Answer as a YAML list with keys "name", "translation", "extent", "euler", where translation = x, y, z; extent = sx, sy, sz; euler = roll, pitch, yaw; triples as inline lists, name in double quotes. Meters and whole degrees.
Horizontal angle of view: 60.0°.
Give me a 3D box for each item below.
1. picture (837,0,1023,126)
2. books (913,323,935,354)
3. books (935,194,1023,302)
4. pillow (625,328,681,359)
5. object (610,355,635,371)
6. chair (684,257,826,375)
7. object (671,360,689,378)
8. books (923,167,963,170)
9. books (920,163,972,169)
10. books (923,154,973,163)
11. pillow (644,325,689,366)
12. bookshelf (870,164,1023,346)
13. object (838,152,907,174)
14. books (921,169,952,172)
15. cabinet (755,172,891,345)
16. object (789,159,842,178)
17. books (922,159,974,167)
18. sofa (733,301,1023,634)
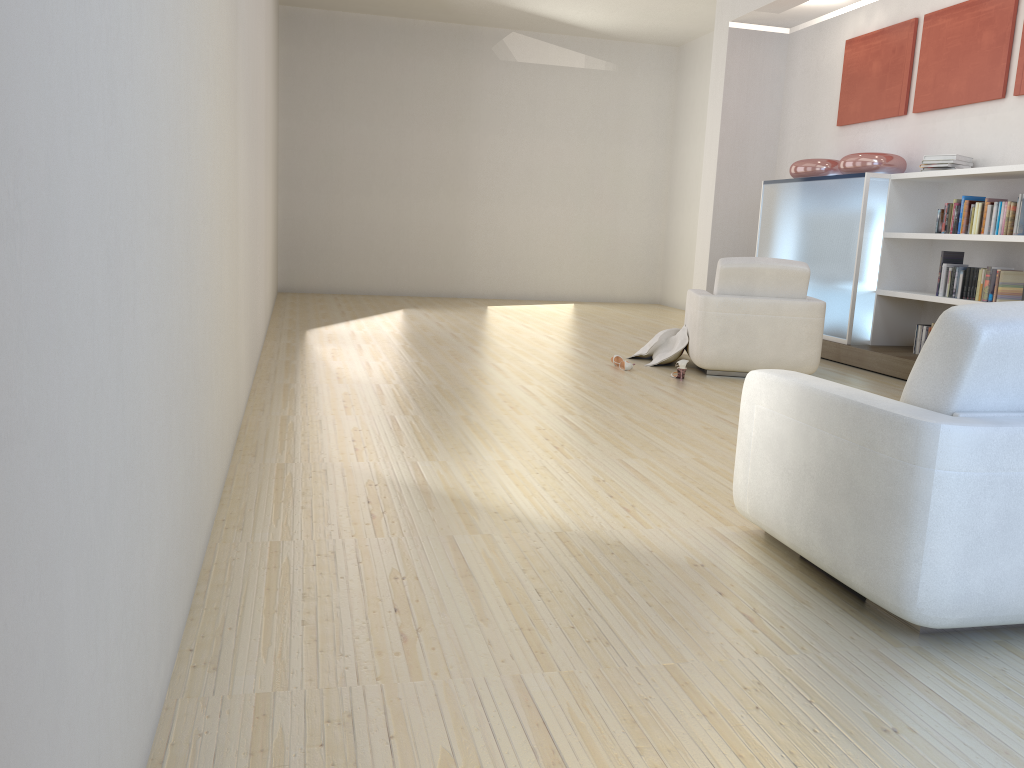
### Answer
- name: "picture"
  translation: [3.555, -2.605, 7.001]
  extent: [0.030, 0.794, 3.227]
  euler: [0, 10, -14]
- name: "books"
  translation: [3.350, -0.281, 6.457]
  extent: [0.274, 0.281, 1.125]
  euler: [2, 10, -7]
- name: "books"
  translation: [3.396, -0.974, 6.369]
  extent: [0.215, 0.743, 0.831]
  euler: [0, 10, -14]
- name: "pillow"
  translation: [1.240, -0.330, 7.229]
  extent: [0.299, 0.287, 0.712]
  euler: [11, 13, 38]
- name: "object"
  translation: [0.835, -0.157, 6.560]
  extent: [0.121, 0.091, 0.287]
  euler: [0, 10, -15]
- name: "chair"
  translation: [1.803, -0.541, 6.656]
  extent: [0.919, 0.828, 0.941]
  euler: [4, 10, 6]
- name: "object"
  translation: [1.169, -0.111, 6.176]
  extent: [0.089, 0.149, 0.265]
  euler: [3, 10, -1]
- name: "books"
  translation: [3.375, -1.658, 6.876]
  extent: [0.287, 0.018, 0.247]
  euler: [-5, 13, -40]
- name: "books"
  translation: [3.355, -1.678, 6.860]
  extent: [0.287, 0.025, 0.247]
  euler: [-3, 11, -29]
- name: "books"
  translation: [3.374, -1.738, 6.859]
  extent: [0.319, 0.038, 0.247]
  euler: [-6, 13, -42]
- name: "pillow"
  translation: [1.230, -0.314, 6.936]
  extent: [0.312, 0.315, 0.615]
  euler: [5, 10, 13]
- name: "bookshelf"
  translation: [3.432, -0.868, 6.588]
  extent: [0.465, 1.396, 1.599]
  euler: [0, 10, -14]
- name: "object"
  translation: [3.082, -1.873, 7.591]
  extent: [0.546, 0.206, 0.534]
  euler: [7, 11, 22]
- name: "books"
  translation: [3.369, -1.640, 6.876]
  extent: [0.328, 0.018, 0.247]
  euler: [-5, 13, -38]
- name: "cabinet"
  translation: [2.952, -1.157, 8.108]
  extent: [0.689, 1.396, 1.670]
  euler: [0, 10, -14]
- name: "object"
  translation: [2.901, -2.016, 8.361]
  extent: [0.534, 0.206, 0.546]
  euler: [-2, 11, -26]
- name: "books"
  translation: [3.373, -1.706, 6.864]
  extent: [0.328, 0.027, 0.247]
  euler: [-5, 13, -38]
- name: "sofa"
  translation: [1.906, 0.162, 2.758]
  extent: [2.166, 0.862, 0.941]
  euler: [0, 10, -14]
